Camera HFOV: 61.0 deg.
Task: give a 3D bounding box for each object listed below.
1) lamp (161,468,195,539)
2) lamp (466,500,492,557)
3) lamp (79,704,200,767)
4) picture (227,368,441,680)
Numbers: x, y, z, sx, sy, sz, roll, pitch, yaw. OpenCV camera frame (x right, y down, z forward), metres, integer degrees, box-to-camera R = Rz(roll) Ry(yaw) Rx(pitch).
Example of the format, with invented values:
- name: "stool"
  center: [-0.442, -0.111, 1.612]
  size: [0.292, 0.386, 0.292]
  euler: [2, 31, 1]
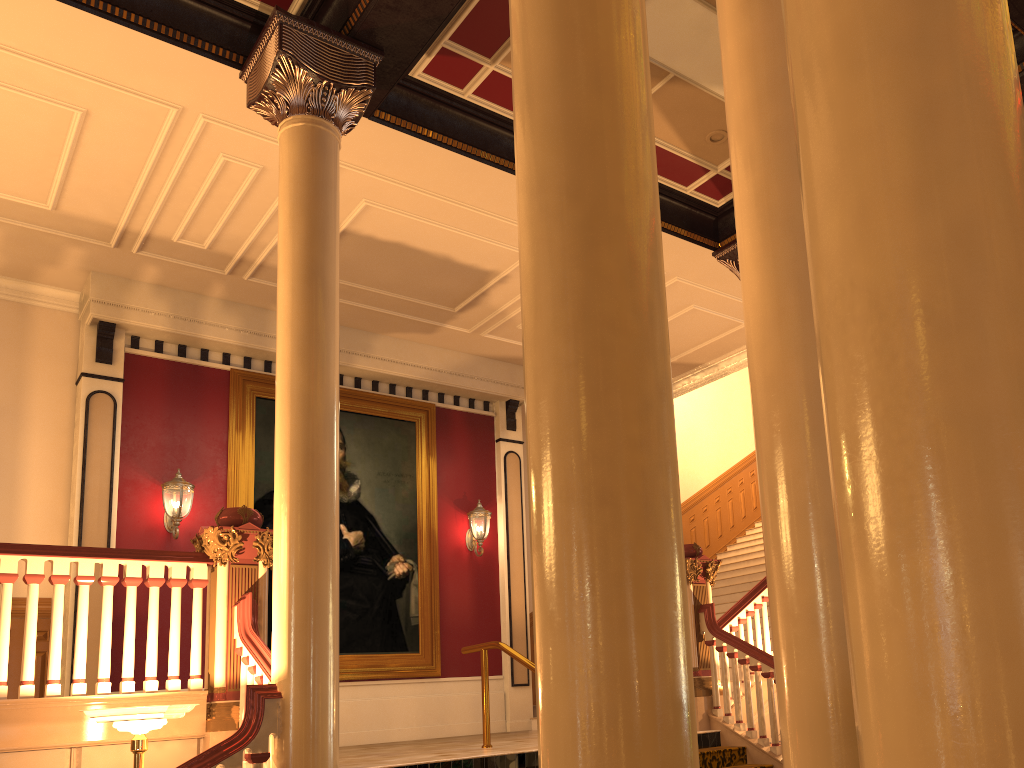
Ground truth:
- name: "lamp"
  center: [-3.405, 1.221, 8.827]
  size: [0.332, 0.706, 0.390]
  euler: [6, -16, -35]
- name: "lamp"
  center: [-0.427, 1.829, 11.016]
  size: [0.332, 0.706, 0.390]
  euler: [6, -16, -35]
- name: "lamp"
  center: [-1.958, 2.692, 4.491]
  size: [0.568, 1.948, 0.611]
  euler: [-11, -14, 35]
- name: "picture"
  center: [-1.972, 1.673, 10.036]
  size: [2.665, 3.340, 0.054]
  euler: [8, -15, -37]
